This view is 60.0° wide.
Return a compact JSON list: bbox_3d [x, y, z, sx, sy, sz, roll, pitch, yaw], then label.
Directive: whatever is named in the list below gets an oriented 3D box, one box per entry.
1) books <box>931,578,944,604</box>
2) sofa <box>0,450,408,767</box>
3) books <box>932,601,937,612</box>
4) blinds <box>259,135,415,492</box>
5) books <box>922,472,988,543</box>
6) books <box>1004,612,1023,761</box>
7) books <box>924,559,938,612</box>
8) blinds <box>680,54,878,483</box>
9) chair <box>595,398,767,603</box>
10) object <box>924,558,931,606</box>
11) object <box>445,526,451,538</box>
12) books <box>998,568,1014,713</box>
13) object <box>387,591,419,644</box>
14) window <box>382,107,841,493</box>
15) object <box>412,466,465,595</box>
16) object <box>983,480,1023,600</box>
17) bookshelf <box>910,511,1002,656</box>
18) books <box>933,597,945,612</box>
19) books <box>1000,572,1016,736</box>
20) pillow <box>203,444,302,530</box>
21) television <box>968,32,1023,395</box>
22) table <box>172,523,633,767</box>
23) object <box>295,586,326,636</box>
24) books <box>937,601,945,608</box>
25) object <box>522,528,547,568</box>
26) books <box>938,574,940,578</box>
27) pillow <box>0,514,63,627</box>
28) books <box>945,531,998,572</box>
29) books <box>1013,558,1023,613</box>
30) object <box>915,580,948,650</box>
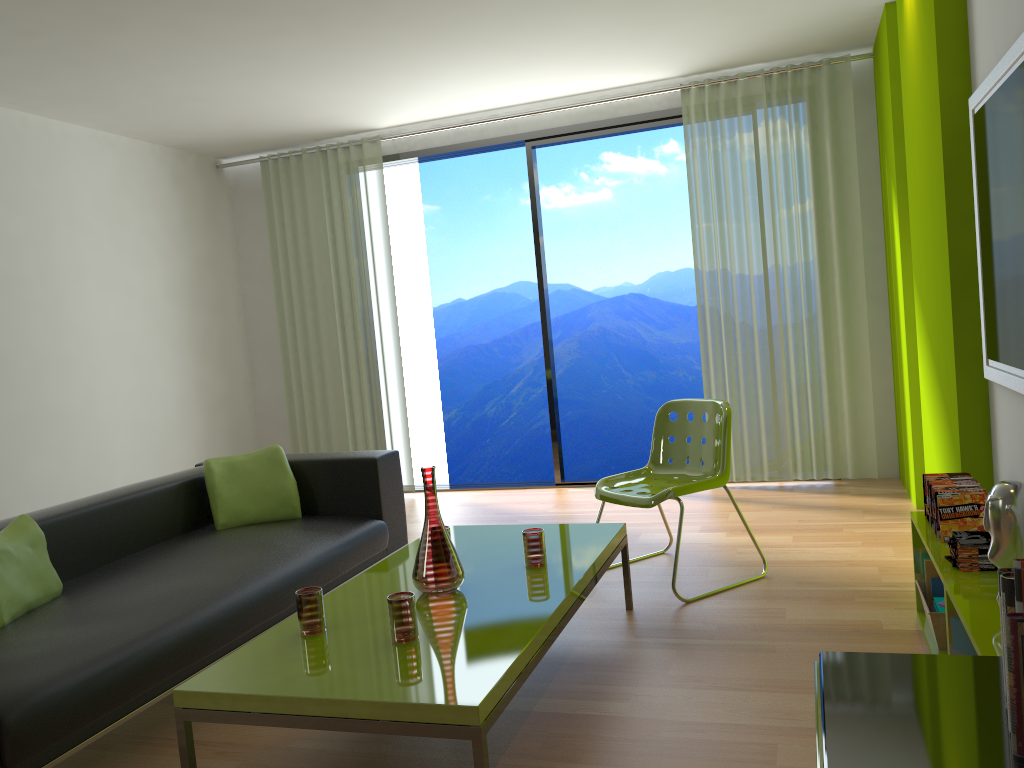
[{"bbox_3d":[1.478,0.736,3.021,0.086,0.148,0.025,-4,4,19],"label":"books"},{"bbox_3d":[-1.370,0.764,3.267,1.061,0.639,2.583,-4,4,19],"label":"sofa"},{"bbox_3d":[1.466,0.745,2.901,0.143,0.013,0.182,-4,4,19],"label":"books"},{"bbox_3d":[-1.286,-0.459,6.552,1.012,2.568,0.067,-4,4,19],"label":"blinds"},{"bbox_3d":[1.439,0.397,2.877,0.147,0.150,0.370,-4,4,19],"label":"books"},{"bbox_3d":[0.692,0.366,1.055,0.180,0.183,0.025,-4,4,19],"label":"books"},{"bbox_3d":[1.511,0.704,3.045,0.158,0.202,0.051,-4,4,19],"label":"books"},{"bbox_3d":[1.664,-0.664,5.558,1.012,2.568,0.067,-4,4,19],"label":"blinds"},{"bbox_3d":[0.681,0.473,3.901,0.546,0.759,0.640,-8,4,-33],"label":"chair"},{"bbox_3d":[1.518,0.703,3.068,0.158,0.200,0.040,-4,4,19],"label":"object"},{"bbox_3d":[-0.255,0.578,3.188,0.075,0.122,0.076,-8,5,-37],"label":"object"},{"bbox_3d":[0.739,0.345,1.171,0.163,0.201,0.025,-4,4,19],"label":"books"},{"bbox_3d":[-0.295,0.632,2.397,0.076,0.122,0.075,-6,4,-16],"label":"object"},{"bbox_3d":[0.445,-0.512,6.212,3.336,2.498,0.219,-4,4,19],"label":"window"},{"bbox_3d":[-0.246,0.460,2.803,0.168,0.400,0.168,-5,4,4],"label":"object"},{"bbox_3d":[1.231,0.389,2.175,0.107,0.305,0.107,-6,4,-15],"label":"object"},{"bbox_3d":[1.324,0.704,2.347,0.306,0.378,1.630,-4,4,19],"label":"bookshelf"},{"bbox_3d":[1.450,0.730,2.858,0.143,0.025,0.182,-4,4,19],"label":"books"},{"bbox_3d":[0.712,0.345,1.107,0.172,0.215,0.030,-4,4,19],"label":"books"},{"bbox_3d":[-1.206,0.483,4.107,0.399,0.362,0.269,-7,4,-23],"label":"pillow"},{"bbox_3d":[1.335,-0.417,2.254,0.028,0.941,1.537,-4,4,19],"label":"television"},{"bbox_3d":[-0.177,0.825,2.861,0.810,0.349,1.682,-4,4,19],"label":"table"},{"bbox_3d":[-0.574,0.649,2.531,0.075,0.122,0.076,-8,5,-37],"label":"object"},{"bbox_3d":[1.452,0.712,2.875,0.110,0.008,0.087,-7,4,-31],"label":"books"},{"bbox_3d":[0.077,0.558,3.018,0.075,0.122,0.076,-8,5,-37],"label":"object"},{"bbox_3d":[1.515,0.715,3.021,0.105,0.182,0.031,-4,4,19],"label":"books"},{"bbox_3d":[-1.667,0.620,2.932,0.164,0.317,0.380,-5,4,2],"label":"pillow"},{"bbox_3d":[1.315,0.467,2.493,0.164,0.078,0.172,-4,4,17],"label":"books"},{"bbox_3d":[0.704,0.333,1.070,0.163,0.246,0.017,-4,4,19],"label":"books"},{"bbox_3d":[1.470,0.760,2.923,0.213,0.129,0.367,-4,4,19],"label":"object"}]
